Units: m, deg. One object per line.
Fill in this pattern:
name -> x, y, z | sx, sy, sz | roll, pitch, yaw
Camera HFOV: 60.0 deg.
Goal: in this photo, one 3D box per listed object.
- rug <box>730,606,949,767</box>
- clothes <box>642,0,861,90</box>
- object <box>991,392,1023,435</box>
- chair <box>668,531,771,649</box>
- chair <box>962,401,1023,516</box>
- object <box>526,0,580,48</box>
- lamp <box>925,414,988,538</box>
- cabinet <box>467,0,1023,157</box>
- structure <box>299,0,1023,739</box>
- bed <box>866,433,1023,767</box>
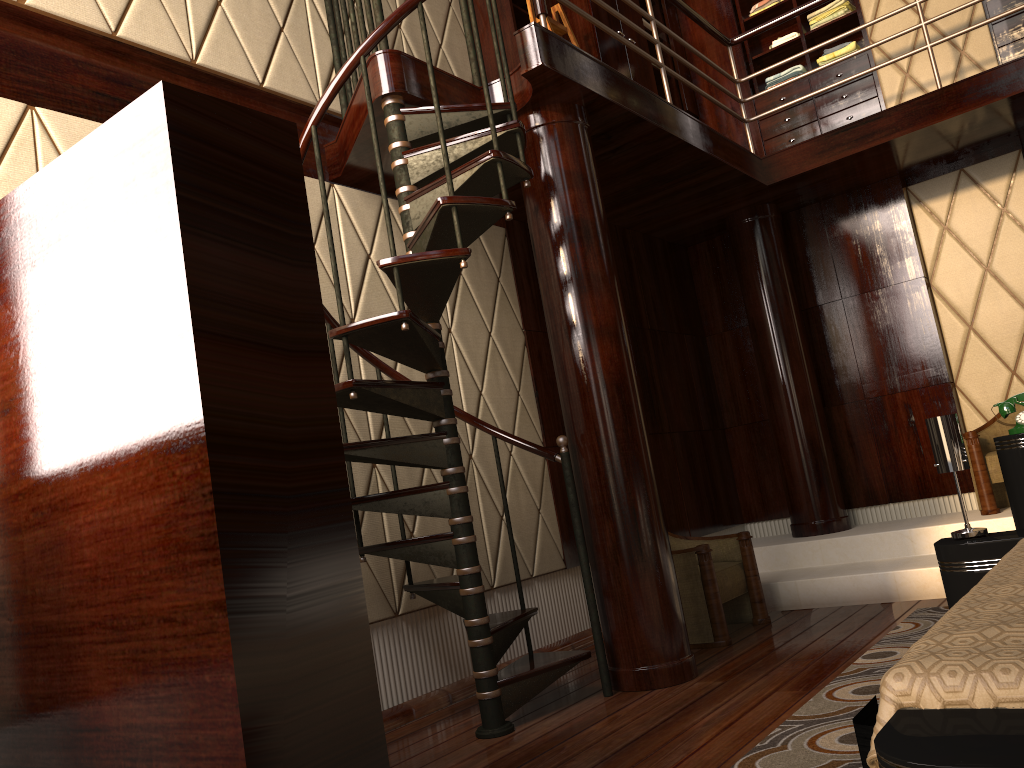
rug -> 1.754, 0.604, 1.402 | 2.910, 0.006, 3.735 | -16, -10, 35
clothes -> 2.905, -2.712, 5.011 | 4.996, 0.954, 0.818 | -14, -9, 28
object -> 1.711, 0.091, 2.938 | 0.158, 0.131, 0.178 | -10, -8, -2
chair -> 0.823, 0.872, 4.048 | 0.462, 0.550, 0.571 | -16, -10, 35
chair -> 2.638, 0.335, 4.490 | 0.571, 0.550, 0.462 | -16, -10, 35
object -> 0.330, -1.606, 4.600 | 0.258, 0.974, 0.275 | -16, -10, 35
lamp -> 1.420, 0.292, 2.841 | 0.106, 0.385, 0.109 | -17, -11, 42
cabinet -> 2.826, -2.783, 4.175 | 6.767, 2.432, 2.576 | -16, -10, 35
structure -> 2.404, -0.929, 2.884 | 6.107, 3.189, 3.750 | -16, -10, 35
bed -> 1.661, 0.315, 1.621 | 1.985, 0.660, 2.381 | -16, -10, 35
